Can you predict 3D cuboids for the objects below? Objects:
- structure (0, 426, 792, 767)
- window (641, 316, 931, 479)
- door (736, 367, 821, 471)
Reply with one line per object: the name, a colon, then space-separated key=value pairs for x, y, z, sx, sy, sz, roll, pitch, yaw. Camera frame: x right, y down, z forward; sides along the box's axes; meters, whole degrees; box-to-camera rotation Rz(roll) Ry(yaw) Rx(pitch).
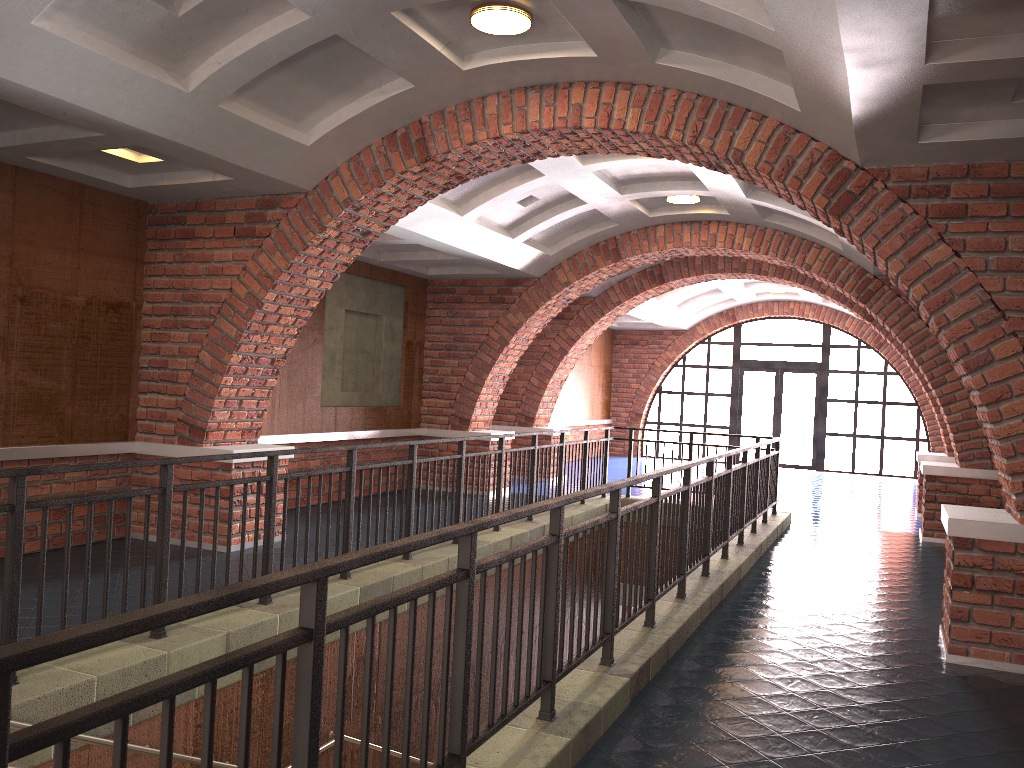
structure: x=0.132 y=3.326 z=6.598 sx=2.464 sy=5.665 sz=11.176 roll=3 pitch=0 yaw=23
window: x=6.057 y=0.196 z=19.958 sx=6.353 sy=3.471 sz=0.100 roll=3 pitch=0 yaw=23
door: x=5.982 y=0.761 z=19.982 sx=1.754 sy=2.236 sz=0.040 roll=3 pitch=0 yaw=23
